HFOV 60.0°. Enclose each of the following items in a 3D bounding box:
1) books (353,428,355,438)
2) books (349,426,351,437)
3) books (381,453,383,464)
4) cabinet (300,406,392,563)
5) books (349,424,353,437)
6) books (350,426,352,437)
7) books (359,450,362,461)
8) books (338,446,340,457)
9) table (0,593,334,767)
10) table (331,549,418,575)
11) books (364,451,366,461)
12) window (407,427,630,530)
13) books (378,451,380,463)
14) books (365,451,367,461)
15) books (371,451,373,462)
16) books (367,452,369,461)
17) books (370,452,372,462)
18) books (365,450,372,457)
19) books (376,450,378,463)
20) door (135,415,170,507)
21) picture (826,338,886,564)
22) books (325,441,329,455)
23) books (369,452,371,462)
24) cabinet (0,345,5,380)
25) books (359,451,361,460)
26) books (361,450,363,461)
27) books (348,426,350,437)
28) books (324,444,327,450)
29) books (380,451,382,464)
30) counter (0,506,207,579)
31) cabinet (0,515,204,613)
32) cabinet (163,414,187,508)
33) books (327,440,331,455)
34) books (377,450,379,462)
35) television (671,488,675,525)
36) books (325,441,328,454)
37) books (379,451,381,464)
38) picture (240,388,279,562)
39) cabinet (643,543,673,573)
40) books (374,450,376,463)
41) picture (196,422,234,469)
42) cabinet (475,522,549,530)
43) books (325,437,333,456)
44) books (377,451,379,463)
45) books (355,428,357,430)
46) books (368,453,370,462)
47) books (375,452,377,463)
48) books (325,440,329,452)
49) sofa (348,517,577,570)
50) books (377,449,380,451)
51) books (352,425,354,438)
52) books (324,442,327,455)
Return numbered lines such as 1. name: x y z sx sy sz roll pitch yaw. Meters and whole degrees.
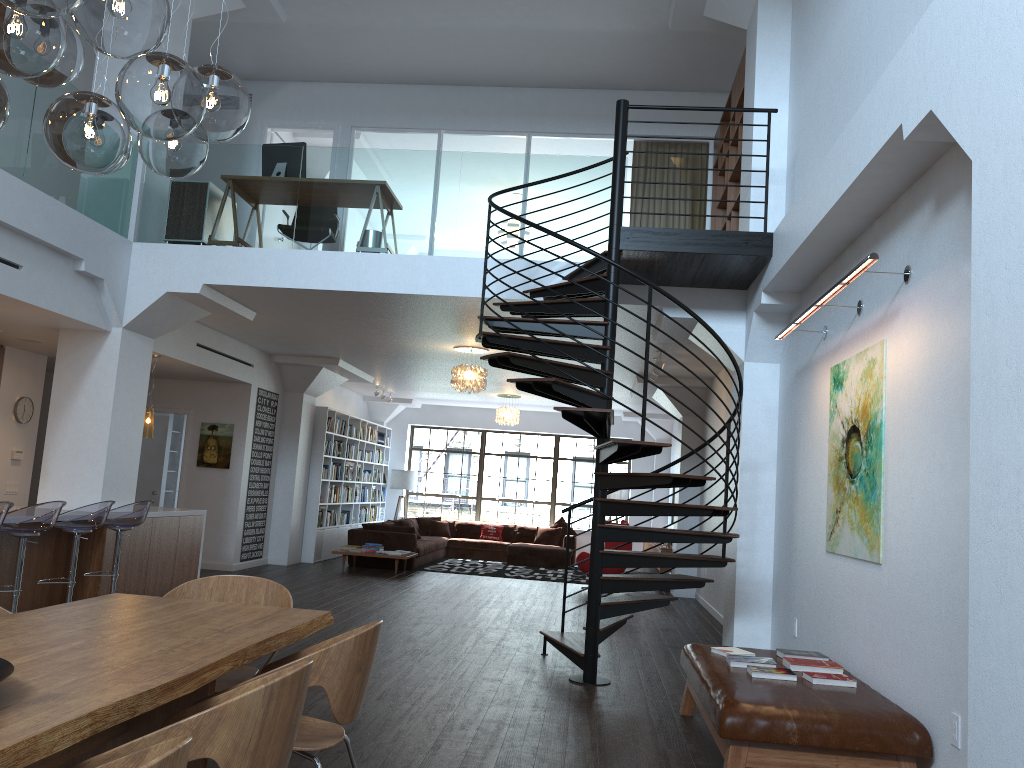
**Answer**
1. books: -2.848 0.860 15.639 0.139 0.191 0.036 3 -7 6
2. books: -2.869 0.816 15.338 0.146 0.202 0.027 3 -7 6
3. books: -2.678 1.486 17.753 0.161 0.223 0.026 3 -7 5
4. cabinet: -2.993 1.822 15.982 0.461 2.414 4.500 3 -7 6
5. books: -2.862 0.822 15.506 0.140 0.231 0.042 3 -7 6
6. books: -2.866 0.826 15.420 0.146 0.202 0.027 3 -7 6
7. books: -2.821 1.301 16.166 0.139 0.191 0.036 3 -7 6
8. books: -2.947 1.105 14.761 0.161 0.223 0.032 3 -7 6
9. table: -1.445 1.062 1.864 1.012 0.750 3.803 3 -7 6
10. table: -2.023 2.626 13.118 1.100 0.271 0.853 3 -7 6
11. books: -2.791 1.332 16.454 0.146 0.202 0.027 3 -7 6
12. window: 0.114 1.992 18.657 4.648 1.905 0.114 3 -7 6
13. books: -2.696 1.440 17.502 0.183 0.253 0.034 3 -7 5
14. books: -2.790 1.344 16.512 0.139 0.191 0.036 3 -7 6
15. books: -2.755 1.388 16.999 0.158 0.226 0.052 3 -7 6
16. books: -2.775 1.380 16.768 0.134 0.184 0.030 3 -7 6
17. books: -2.756 1.395 16.909 0.139 0.191 0.036 3 -7 6
18. books: -2.756 1.379 16.951 0.140 0.231 0.042 3 -7 6
19. books: -2.719 1.415 17.310 0.183 0.253 0.034 3 -7 5
20. door: -5.466 1.452 12.844 0.826 2.032 0.174 3 -7 6
21. picture: 2.024 0.417 5.258 0.010 1.200 1.095 3 -7 6
22. books: -3.002 1.011 14.061 0.172 0.235 0.112 3 -7 6
23. books: -2.763 1.387 16.869 0.136 0.196 0.045 3 -7 6
24. cabinet: -6.166 0.466 6.971 0.598 2.499 5.299 3 -7 6
25. books: -2.824 1.303 16.109 0.126 0.173 0.032 3 -7 6
26. books: -2.812 1.303 16.225 0.146 0.202 0.027 3 -7 6
27. books: -2.878 0.814 15.279 0.139 0.191 0.036 3 -7 6
28. books: -3.017 1.020 13.920 0.161 0.182 0.170 3 -7 6
29. books: -2.694 1.462 17.682 0.183 0.253 0.034 3 -7 5
30. counter: -3.309 1.363 5.891 3.039 0.860 8.182 7 -8 -24
31. cabinet: -4.076 1.537 7.582 0.898 0.796 4.493 3 -7 6
32. cabinet: -5.601 1.056 13.566 0.527 2.991 2.630 3 -7 6
33. books: -2.999 1.018 14.144 0.174 0.242 0.105 3 -7 6
34. books: -2.713 1.419 17.343 0.183 0.253 0.034 3 -7 5
35. television: 2.842 2.033 15.369 0.013 0.816 1.324 3 -7 5
36. books: -3.008 1.009 14.029 0.152 0.232 0.104 3 -7 6
37. books: -2.697 1.447 17.585 0.180 0.259 0.060 3 -7 5
38. picture: -3.548 1.278 12.514 0.021 2.380 0.800 3 -7 6
39. cabinet: 2.629 2.902 15.342 0.459 0.350 4.501 3 -7 6
40. books: -2.741 1.380 17.161 0.198 0.284 0.066 3 -7 5
41. picture: -4.000 0.829 11.953 0.450 0.600 0.030 3 -7 6
42. cabinet: -0.019 3.175 17.968 1.520 0.625 0.350 3 -7 6
43. books: -2.981 1.004 14.222 0.176 0.290 0.053 3 -7 6
44. books: -2.712 1.428 17.388 0.171 0.246 0.057 3 -7 5
45. books: -2.842 0.881 15.780 0.134 0.184 0.030 3 -7 6
46. books: -2.766 1.387 16.792 0.128 0.178 0.021 3 -7 6
47. books: -2.720 1.420 17.226 0.161 0.223 0.026 3 -7 5
48. books: -3.009 1.013 14.105 0.172 0.239 0.093 3 -7 6
49. sofa: -0.646 2.816 15.538 3.481 0.664 4.197 3 -7 6
50. books: -2.701 1.425 17.540 0.176 0.290 0.036 3 -7 5
51. books: -2.863 0.830 15.554 0.158 0.226 0.052 3 -7 6
52. books: -3.015 1.011 14.000 0.161 0.218 0.101 3 -7 6
